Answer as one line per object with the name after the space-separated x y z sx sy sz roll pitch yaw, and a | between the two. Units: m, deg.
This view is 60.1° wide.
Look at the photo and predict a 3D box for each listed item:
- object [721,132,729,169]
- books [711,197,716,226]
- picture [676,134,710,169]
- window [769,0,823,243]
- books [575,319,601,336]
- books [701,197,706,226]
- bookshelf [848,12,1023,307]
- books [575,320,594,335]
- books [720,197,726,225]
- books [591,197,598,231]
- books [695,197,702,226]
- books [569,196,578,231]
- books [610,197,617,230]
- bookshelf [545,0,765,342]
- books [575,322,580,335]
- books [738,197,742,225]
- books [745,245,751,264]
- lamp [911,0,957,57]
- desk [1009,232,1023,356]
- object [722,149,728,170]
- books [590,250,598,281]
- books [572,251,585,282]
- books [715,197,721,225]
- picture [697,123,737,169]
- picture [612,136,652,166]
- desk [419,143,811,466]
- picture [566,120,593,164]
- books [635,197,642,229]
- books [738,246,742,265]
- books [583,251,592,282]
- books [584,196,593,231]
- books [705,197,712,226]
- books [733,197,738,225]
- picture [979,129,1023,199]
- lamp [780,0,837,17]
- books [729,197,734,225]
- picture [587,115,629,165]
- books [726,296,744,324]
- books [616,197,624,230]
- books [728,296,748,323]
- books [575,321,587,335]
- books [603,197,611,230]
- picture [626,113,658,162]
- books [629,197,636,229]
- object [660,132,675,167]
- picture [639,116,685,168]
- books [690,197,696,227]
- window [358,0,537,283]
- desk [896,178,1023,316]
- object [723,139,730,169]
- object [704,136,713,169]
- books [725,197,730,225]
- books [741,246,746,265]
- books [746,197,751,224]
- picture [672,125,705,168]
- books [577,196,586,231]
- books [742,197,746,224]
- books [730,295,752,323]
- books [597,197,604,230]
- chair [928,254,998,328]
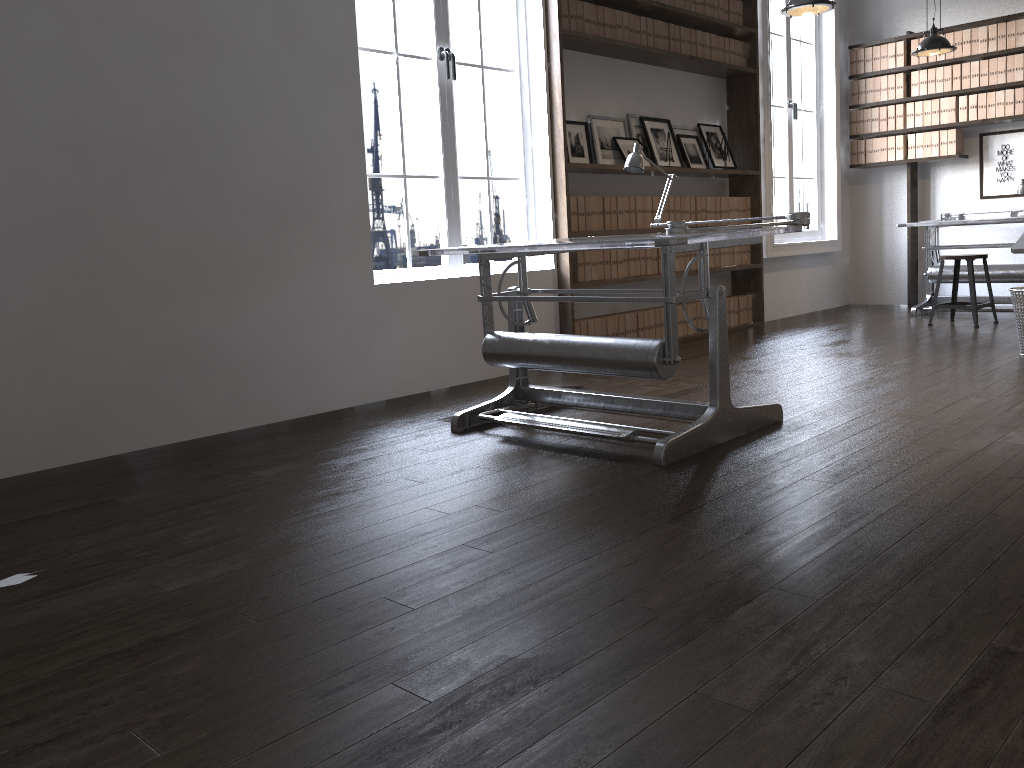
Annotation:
1.661 -1.814 6.922 0.040 0.302 0.119 3 9 44 | object
1.496 -1.340 6.908 0.175 0.224 0.067 4 9 44 | books
1.399 -1.778 6.827 0.127 0.289 0.291 3 10 44 | picture
2.427 -2.380 7.785 0.153 2.296 1.250 3 9 44 | window
0.509 -0.321 5.921 0.175 0.224 0.067 4 9 44 | books
1.398 -1.319 6.806 0.175 0.224 0.067 4 9 44 | books
6.656 -1.307 5.383 9.193 3.189 0.375 5 10 44 | bookshelf
0.460 -0.311 5.867 0.175 0.224 0.067 4 9 44 | books
1.596 -1.360 7.003 0.175 0.224 0.067 4 9 44 | books
0.476 -1.118 5.846 0.175 0.224 0.067 4 9 44 | books
1.350 -1.307 6.749 0.175 0.224 0.067 4 9 44 | books
0.333 -1.087 5.696 0.175 0.224 0.067 4 9 44 | books
0.622 -1.150 6.001 0.175 0.224 0.067 4 9 44 | books
1.032 -1.446 6.475 0.413 3.702 2.484 3 9 44 | bookshelf
0.359 -0.290 5.771 0.175 0.224 0.067 4 9 44 | books
1.776 -1.401 7.197 0.175 0.224 0.067 4 9 44 | books
1.874 -1.099 7.311 0.175 0.224 0.067 4 9 44 | books
3.065 -3.567 6.442 0.311 2.240 0.314 0 7 24 | lamp
3.448 -0.733 4.025 2.284 1.379 1.081 5 11 44 | desk
1.649 -1.734 6.862 0.040 0.165 0.067 3 9 44 | object
0.478 -0.796 5.864 0.175 0.224 0.067 4 9 44 | books
0.381 -0.774 5.758 0.175 0.224 0.067 4 9 44 | books
1.545 -1.351 6.958 0.175 0.224 0.067 4 9 44 | books
1.644 -1.903 7.095 0.161 0.362 0.344 3 10 44 | picture
0.852 -1.619 6.209 0.145 0.228 0.301 4 10 44 | picture
0.470 -0.425 3.694 1.271 1.182 1.177 4 11 44 | desk
0.435 -1.596 5.910 0.058 0.313 0.268 3 9 44 | picture
0.820 -1.192 6.197 0.175 0.224 0.067 4 9 44 | books
1.773 -1.078 7.212 0.175 0.224 0.067 4 9 44 | books
0.431 -0.785 5.810 0.175 0.224 0.067 4 9 44 | books
0.435 -1.108 5.798 0.175 0.224 0.067 4 9 44 | books
1.450 -1.329 6.854 0.175 0.224 0.067 4 9 44 | books
1.730 -1.390 7.144 0.175 0.224 0.067 4 9 44 | books
4.287 -1.907 7.690 0.416 0.571 0.040 4 9 44 | picture
1.647 -3.259 4.975 0.311 2.240 0.314 0 7 24 | lamp
1.683 -1.380 7.097 0.175 0.224 0.067 4 9 44 | books
0.692 -1.672 6.148 0.083 0.363 0.417 3 10 44 | picture
1.804 -0.603 7.262 0.175 0.224 0.067 4 9 44 | books
0.674 -1.160 6.049 0.175 0.224 0.067 4 9 44 | books
1.851 -0.614 7.319 0.175 0.224 0.067 4 9 44 | books
0.409 -0.300 5.820 0.175 0.224 0.067 4 9 44 | books
0.574 -1.139 5.944 0.175 0.224 0.067 4 9 44 | books
0.984 -1.757 6.456 0.091 0.403 0.371 3 10 44 | picture
0.769 -1.182 6.153 0.175 0.224 0.067 4 9 44 | books
1.105 -1.667 6.315 0.040 0.259 0.175 3 9 44 | object
1.109 -1.764 6.510 0.149 0.389 0.375 3 10 44 | picture
1.295 -1.296 6.700 0.175 0.224 0.067 4 9 44 | books
-0.392 -1.787 5.032 0.153 2.483 1.489 3 9 44 | window
4.007 -1.135 7.284 1.271 1.091 1.076 4 11 44 | desk
1.690 -1.805 6.993 0.040 0.260 0.111 3 9 44 | object
1.494 -1.754 6.738 0.040 0.259 0.124 3 9 44 | object
1.638 -1.371 7.054 0.175 0.224 0.067 4 9 44 | books
1.822 -1.089 7.263 0.175 0.224 0.067 4 9 44 | books
1.872 -1.420 7.290 0.175 0.224 0.067 4 9 44 | books
1.359 -1.813 6.843 0.095 0.359 0.436 3 10 44 | picture
0.385 -1.097 5.746 0.175 0.224 0.067 4 9 44 | books
1.822 -1.411 7.248 0.175 0.224 0.067 4 9 44 | books
1.905 -0.625 7.371 0.175 0.224 0.067 4 9 44 | books
0.519 -1.128 5.895 0.175 0.224 0.067 4 9 44 | books
3.352 -0.694 6.576 0.359 0.525 0.372 -8 9 -37 | chair
